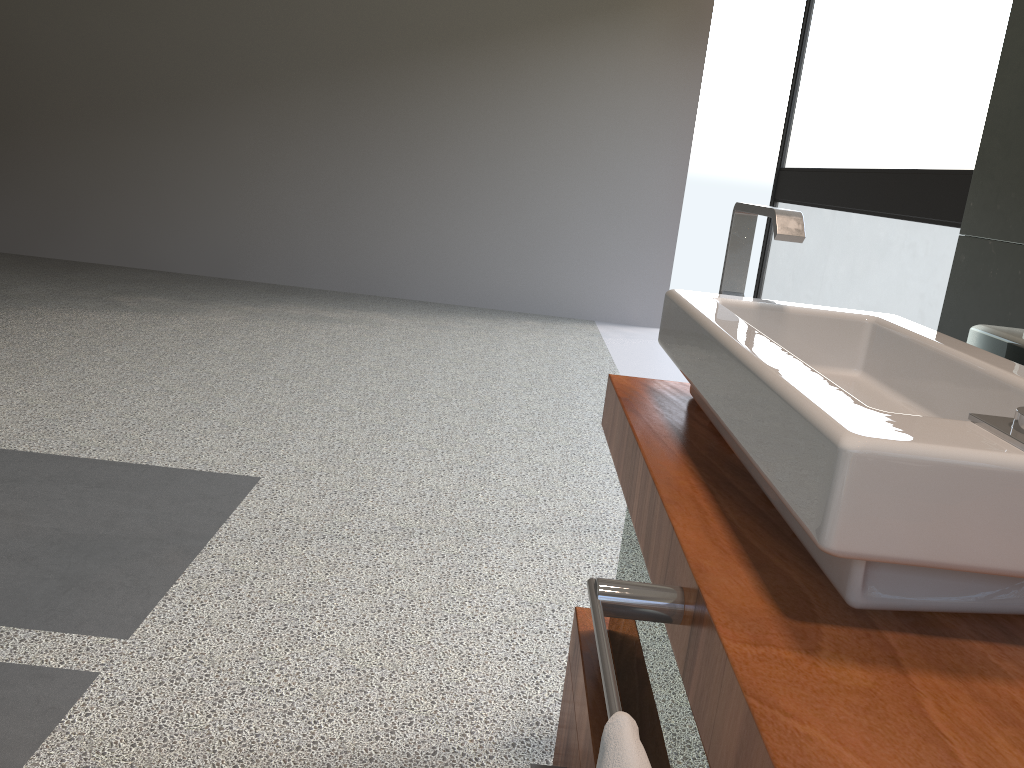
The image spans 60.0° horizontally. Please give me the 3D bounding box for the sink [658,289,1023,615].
[{"bbox_3d":[0.397,-0.019,0.960,0.352,0.265,0.752,6,14,-1],"label":"sink"}]

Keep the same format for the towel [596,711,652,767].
[{"bbox_3d":[0.034,0.414,0.458,0.079,0.368,0.303,7,14,-1],"label":"towel"}]

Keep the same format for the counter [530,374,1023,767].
[{"bbox_3d":[0.287,0.567,0.570,0.524,0.703,1.852,6,14,-1],"label":"counter"}]

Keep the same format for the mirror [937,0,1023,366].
[{"bbox_3d":[0.804,-0.492,0.289,0.253,1.614,1.794,6,14,-1],"label":"mirror"}]

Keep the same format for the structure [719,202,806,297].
[{"bbox_3d":[0.330,0.206,1.463,0.069,0.986,0.304,6,13,-1],"label":"structure"}]
